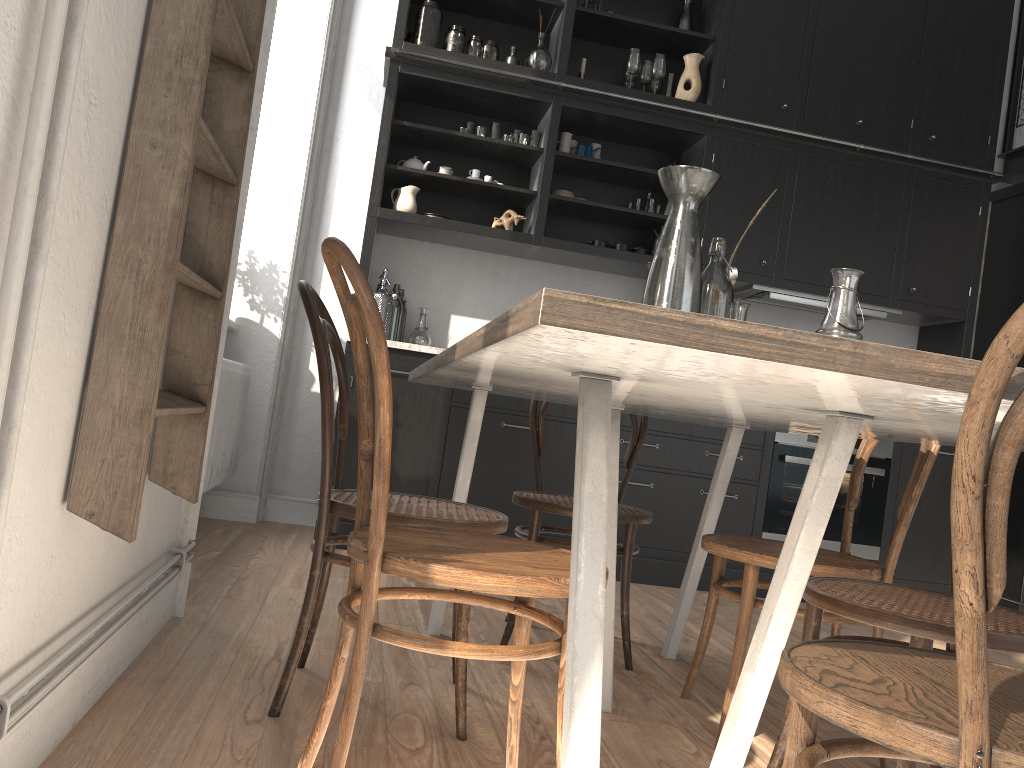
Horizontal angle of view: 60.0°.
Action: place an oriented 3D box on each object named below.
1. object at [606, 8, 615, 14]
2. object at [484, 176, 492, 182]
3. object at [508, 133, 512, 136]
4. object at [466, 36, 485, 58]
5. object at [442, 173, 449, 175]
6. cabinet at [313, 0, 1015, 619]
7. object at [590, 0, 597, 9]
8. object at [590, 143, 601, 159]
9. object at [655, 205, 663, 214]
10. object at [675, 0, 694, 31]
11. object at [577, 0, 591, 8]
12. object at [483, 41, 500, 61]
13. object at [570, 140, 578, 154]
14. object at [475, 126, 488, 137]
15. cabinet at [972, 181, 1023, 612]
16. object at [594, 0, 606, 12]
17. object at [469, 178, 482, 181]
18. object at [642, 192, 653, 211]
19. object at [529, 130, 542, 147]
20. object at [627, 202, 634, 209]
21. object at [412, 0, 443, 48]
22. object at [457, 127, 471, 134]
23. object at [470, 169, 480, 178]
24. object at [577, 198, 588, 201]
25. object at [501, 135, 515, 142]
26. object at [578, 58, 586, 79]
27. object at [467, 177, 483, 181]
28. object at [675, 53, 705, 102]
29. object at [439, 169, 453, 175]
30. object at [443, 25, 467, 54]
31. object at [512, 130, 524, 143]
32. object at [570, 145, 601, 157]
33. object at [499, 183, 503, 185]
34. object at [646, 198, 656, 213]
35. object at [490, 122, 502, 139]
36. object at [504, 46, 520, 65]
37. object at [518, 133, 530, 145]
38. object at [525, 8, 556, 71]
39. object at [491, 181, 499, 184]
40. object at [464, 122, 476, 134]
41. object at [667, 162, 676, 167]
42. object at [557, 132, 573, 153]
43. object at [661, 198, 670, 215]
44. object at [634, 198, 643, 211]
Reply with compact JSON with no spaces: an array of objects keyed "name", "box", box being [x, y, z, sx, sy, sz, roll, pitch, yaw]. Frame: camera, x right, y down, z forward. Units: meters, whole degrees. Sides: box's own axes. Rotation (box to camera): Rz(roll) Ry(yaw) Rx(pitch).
[{"name":"object","box":[0.502,-1.904,4.632,0.058,0.121,0.044,7,-2,18]},{"name":"object","box":[-0.123,-1.008,4.423,0.039,0.054,0.049,8,-2,16]},{"name":"object","box":[0.003,-1.230,4.573,0.060,0.107,0.060,9,-2,-12]},{"name":"object","box":[-0.189,-1.646,4.418,0.096,0.150,0.096,9,-2,-21]},{"name":"object","box":[-0.338,-1.033,4.418,0.085,0.017,0.085,9,-2,-14]},{"name":"cabinet","box":[0.902,-0.816,4.515,3.251,3.582,0.635,8,-2,-9]},{"name":"object","box":[0.407,-1.944,4.675,0.084,0.177,0.065,8,-2,13]},{"name":"object","box":[0.438,-1.180,4.638,0.082,0.135,0.059,9,-2,-26]},{"name":"object","box":[0.774,-0.894,4.713,0.067,0.108,0.067,9,-2,-21]},{"name":"object","box":[0.918,-1.909,4.714,0.110,0.255,0.100,10,-3,-44]},{"name":"object","box":[0.368,-1.966,4.556,0.065,0.199,0.084,8,-2,13]},{"name":"object","box":[-0.116,-1.648,4.527,0.092,0.184,0.092,8,-2,5]},{"name":"object","box":[0.301,-1.200,4.622,0.059,0.135,0.082,7,-2,19]},{"name":"object","box":[-0.158,-1.240,4.421,0.064,0.069,0.064,6,-3,38]},{"name":"cabinet","box":[3.335,0.160,4.908,1.401,2.371,0.633,8,-2,-9]},{"name":"object","box":[0.451,-1.915,4.558,0.053,0.125,0.041,10,-3,-42]},{"name":"object","box":[-0.184,-1.010,4.433,0.085,0.016,0.085,7,-3,22]},{"name":"object","box":[0.714,-0.931,4.677,0.083,0.158,0.083,8,-2,2]},{"name":"object","box":[0.113,-1.219,4.473,0.060,0.107,0.060,9,-2,-31]},{"name":"object","box":[0.620,-0.912,4.687,0.058,0.094,0.058,9,-2,-32]},{"name":"object","box":[-0.410,-1.727,4.307,0.118,0.238,0.118,9,-2,-24]},{"name":"object","box":[-0.241,-1.241,4.413,0.071,0.047,0.072,7,-2,29]},{"name":"object","box":[-0.186,-1.042,4.435,0.049,0.055,0.039,8,-2,11]},{"name":"object","box":[0.345,-0.940,4.627,0.112,0.036,0.113,7,-3,33]},{"name":"object","box":[-0.023,-1.209,4.428,0.071,0.047,0.072,7,-2,29]},{"name":"object","box":[0.355,-1.572,4.486,0.123,0.161,0.123,8,-2,0]},{"name":"object","box":[-0.185,-1.017,4.433,0.085,0.016,0.085,7,-3,31]},{"name":"object","box":[0.907,-1.544,4.520,0.116,0.267,0.094,7,-2,33]},{"name":"object","box":[-0.335,-1.046,4.418,0.056,0.033,0.058,10,-3,-34]},{"name":"object","box":[-0.279,-1.665,4.348,0.114,0.155,0.114,8,-2,-6]},{"name":"object","box":[0.024,-1.230,4.506,0.060,0.107,0.060,10,-2,-36]},{"name":"object","box":[0.373,-1.171,4.544,0.082,0.093,0.140,10,-3,-44]},{"name":"object","box":[-0.069,-1.001,4.483,0.048,0.041,0.058,9,-3,-31]},{"name":"object","box":[0.715,-0.904,4.557,0.058,0.094,0.058,7,-2,30]},{"name":"object","box":[-0.086,-1.248,4.445,0.060,0.107,0.060,7,-2,18]},{"name":"object","box":[-0.003,-1.631,4.540,0.082,0.185,0.082,8,-2,-8]},{"name":"object","box":[0.055,-1.209,4.437,0.064,0.069,0.064,9,-2,-16]},{"name":"object","box":[0.147,-1.704,4.390,0.134,0.357,0.134,7,-2,36]},{"name":"object","box":[-0.093,-1.000,4.470,0.049,0.041,0.056,10,-3,-36]},{"name":"object","box":[-0.219,-1.265,4.492,0.060,0.107,0.060,10,-3,-41]},{"name":"object","box":[0.845,-1.112,4.641,0.080,0.116,0.040,8,-2,11]},{"name":"object","box":[0.262,-1.209,4.531,0.059,0.135,0.082,10,-3,-41]},{"name":"object","box":[0.811,-0.921,4.574,0.083,0.158,0.083,9,-2,-25]},{"name":"object","box":[0.651,-0.912,4.589,0.058,0.094,0.058,7,-2,30]}]
